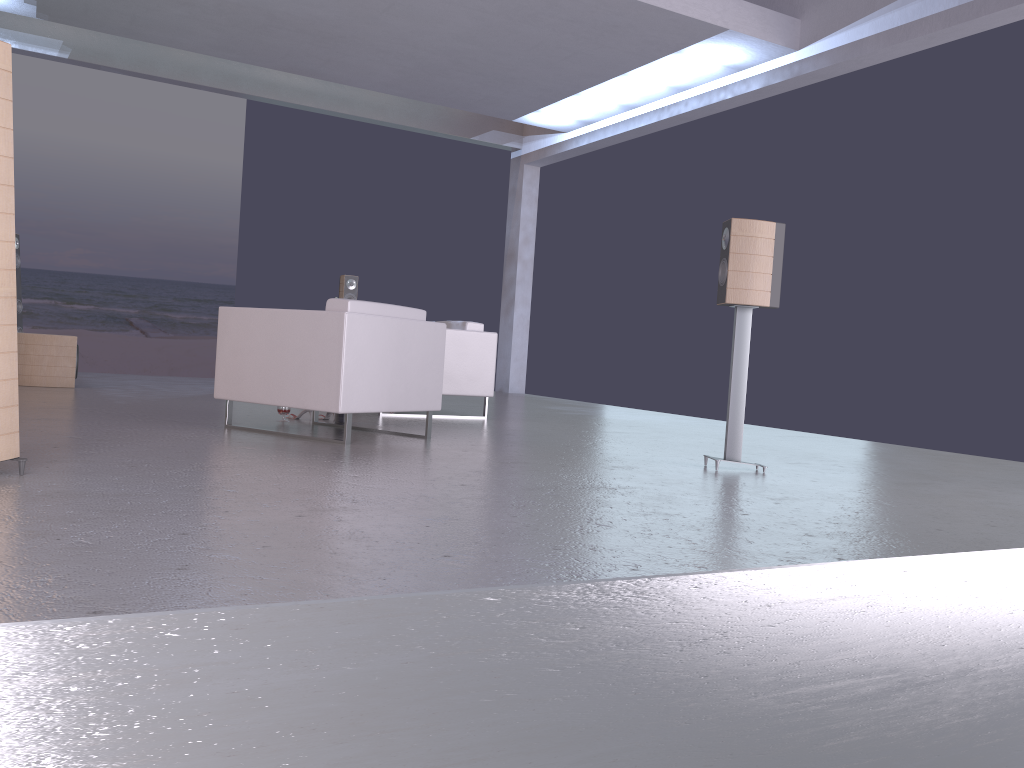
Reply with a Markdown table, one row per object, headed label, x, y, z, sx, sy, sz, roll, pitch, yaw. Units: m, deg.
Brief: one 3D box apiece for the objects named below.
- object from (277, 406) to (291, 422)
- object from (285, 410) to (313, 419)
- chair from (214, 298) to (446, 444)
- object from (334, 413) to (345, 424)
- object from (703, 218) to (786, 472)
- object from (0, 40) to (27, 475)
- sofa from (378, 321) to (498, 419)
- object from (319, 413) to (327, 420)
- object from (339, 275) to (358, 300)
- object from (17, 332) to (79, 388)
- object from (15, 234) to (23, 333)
| label | x | y | z | sx | sy | sz | roll | pitch | yaw |
| --- | --- | --- | --- | --- | --- | --- | --- | --- | --- |
| object | -1.541 | 0.137 | 6.001 | 0.091 | 0.233 | 0.091 | 4 | 2 | -1 |
| object | -1.498 | 0.205 | 6.241 | 0.235 | 0.087 | 0.079 | 5 | 2 | 28 |
| chair | -1.102 | -0.102 | 5.402 | 1.026 | 0.808 | 0.936 | 5 | 2 | 31 |
| object | -1.169 | 0.055 | 6.158 | 0.109 | 0.435 | 0.109 | 4 | 2 | -2 |
| object | 1.284 | -0.208 | 4.869 | 0.333 | 1.363 | 0.243 | 4 | 2 | 2 |
| object | -1.846 | -0.419 | 2.950 | 0.244 | 1.473 | 0.444 | 4 | 2 | 16 |
| sofa | -1.150 | -0.200 | 8.285 | 1.026 | 0.824 | 2.353 | 3 | 2 | -29 |
| object | -1.322 | 0.214 | 6.328 | 0.235 | 0.087 | 0.079 | 5 | 2 | 39 |
| object | -1.980 | -0.594 | 10.494 | 0.243 | 1.363 | 0.333 | 3 | 2 | -23 |
| object | -4.233 | -0.218 | 7.955 | 0.604 | 0.459 | 0.514 | 3 | 2 | -29 |
| object | -5.308 | -0.836 | 9.239 | 0.444 | 1.469 | 0.244 | 4 | 2 | -4 |
